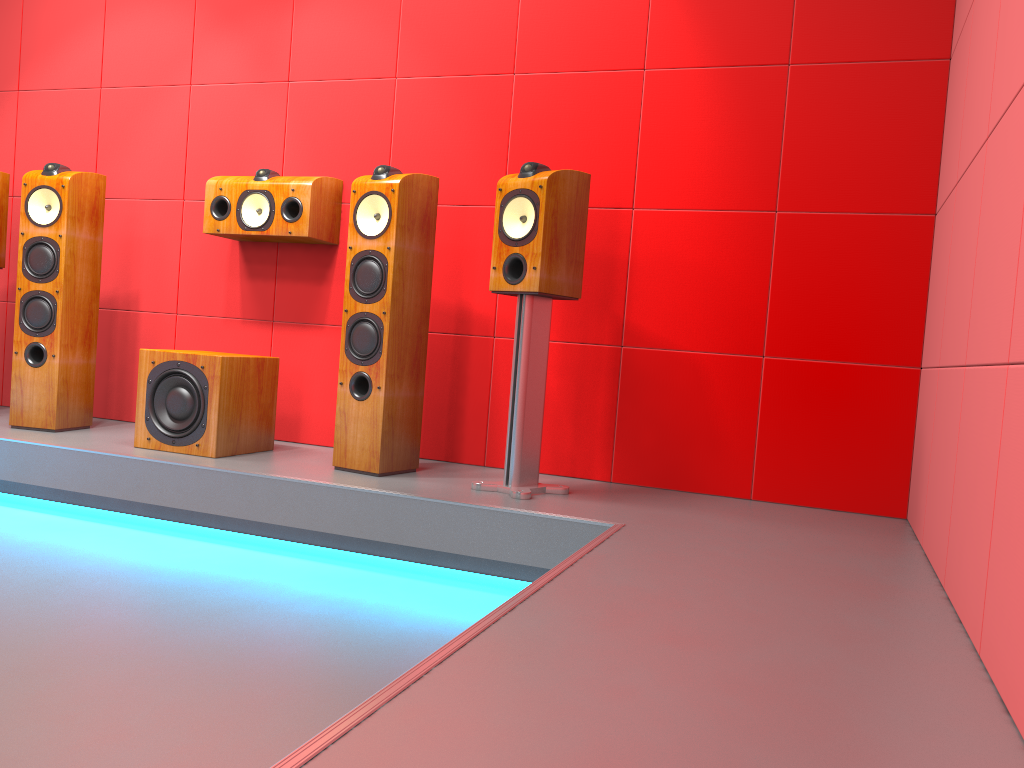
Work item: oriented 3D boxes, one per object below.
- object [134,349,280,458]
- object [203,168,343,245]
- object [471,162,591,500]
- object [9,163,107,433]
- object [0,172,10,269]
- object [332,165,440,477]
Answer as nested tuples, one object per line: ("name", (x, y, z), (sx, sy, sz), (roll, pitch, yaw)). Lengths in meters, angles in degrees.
("object", (-1.137, 0.064, 3.317), (0.360, 0.360, 0.360), (5, 2, 20))
("object", (-0.967, -0.723, 3.590), (0.493, 0.271, 0.235), (5, 2, 20))
("object", (0.068, -0.176, 2.884), (0.231, 1.058, 0.265), (6, 3, 40))
("object", (-1.822, -0.345, 3.560), (0.203, 1.052, 0.238), (5, 2, 10))
("object", (-2.307, -0.392, 3.733), (0.231, 1.058, 0.265), (4, 2, 0))
("object", (-0.440, -0.220, 3.090), (0.203, 1.052, 0.238), (6, 3, 30))
